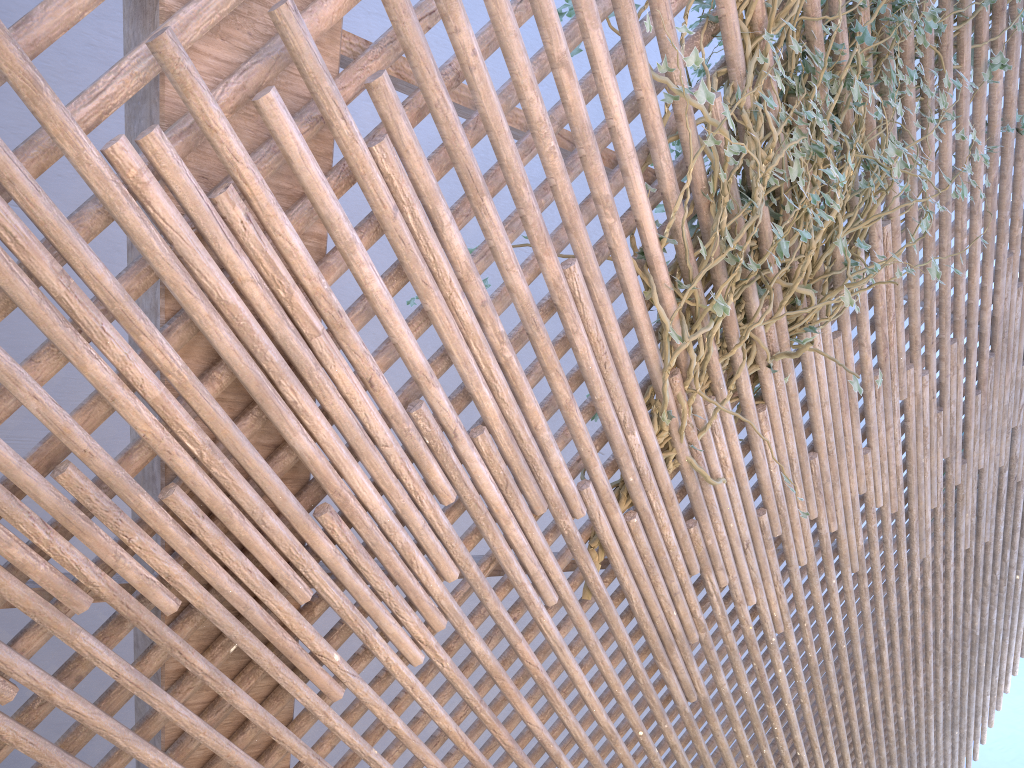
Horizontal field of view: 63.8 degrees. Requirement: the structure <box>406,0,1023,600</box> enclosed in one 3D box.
[{"bbox_3d":[0.875,-0.815,1.884,2.324,2.986,0.674,-3,23,-41],"label":"structure"}]
